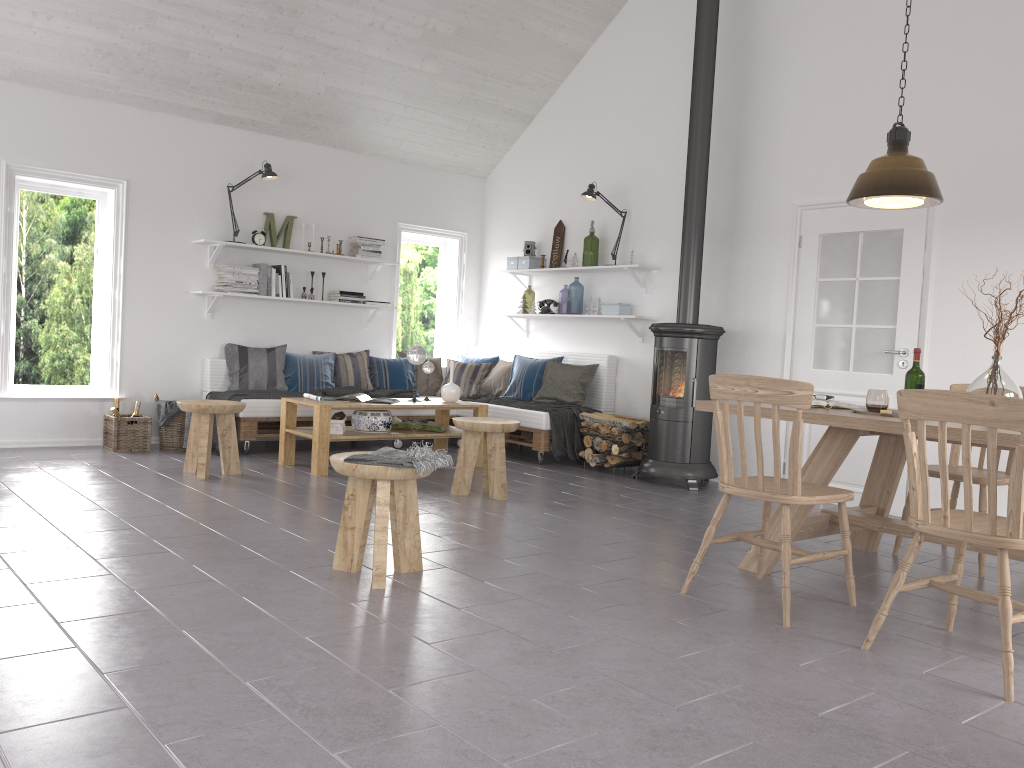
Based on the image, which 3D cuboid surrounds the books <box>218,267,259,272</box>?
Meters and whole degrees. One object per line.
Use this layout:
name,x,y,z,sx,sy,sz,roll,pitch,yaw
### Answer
books,-2.287,-0.955,7.416,0.288,0.016,0.182,1,3,-40

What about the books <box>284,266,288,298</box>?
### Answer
books,-1.988,-0.879,7.636,0.048,0.274,0.210,1,3,-40

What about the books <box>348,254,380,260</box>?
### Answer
books,-1.363,-1.156,8.135,0.239,0.032,0.172,1,3,-40

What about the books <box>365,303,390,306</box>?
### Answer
books,-1.284,-0.732,8.223,0.253,0.014,0.187,1,3,-40

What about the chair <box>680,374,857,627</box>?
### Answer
chair,1.064,0.420,3.553,0.519,0.902,0.506,1,3,-40

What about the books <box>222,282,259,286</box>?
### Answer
books,-2.276,-0.834,7.427,0.256,0.013,0.161,1,3,-40

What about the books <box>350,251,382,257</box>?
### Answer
books,-1.345,-1.187,8.134,0.239,0.032,0.172,1,3,-40

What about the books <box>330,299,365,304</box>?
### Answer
books,-1.497,-0.746,8.051,0.258,0.032,0.191,1,3,-38

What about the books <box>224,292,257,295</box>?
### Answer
books,-2.287,-0.755,7.429,0.254,0.012,0.161,1,3,-40

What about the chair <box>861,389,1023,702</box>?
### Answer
chair,1.567,0.476,2.944,0.519,0.902,0.506,1,3,-35

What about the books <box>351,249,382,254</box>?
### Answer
books,-1.340,-1.215,8.138,0.238,0.024,0.152,1,3,-40

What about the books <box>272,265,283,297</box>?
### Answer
books,-2.017,-0.879,7.606,0.038,0.274,0.200,1,3,-40

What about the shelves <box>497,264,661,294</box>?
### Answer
shelves,0.534,-0.916,7.894,0.269,0.212,1.820,1,3,-40

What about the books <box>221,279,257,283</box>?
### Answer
books,-2.284,-0.859,7.421,0.254,0.012,0.161,1,3,-40

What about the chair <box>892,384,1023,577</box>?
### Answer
chair,2.316,0.448,4.481,0.519,0.902,0.506,1,3,-35

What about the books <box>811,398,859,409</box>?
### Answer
books,1.481,0.092,4.310,0.342,0.040,0.231,3,3,-8

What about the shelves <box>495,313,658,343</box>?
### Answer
shelves,0.511,-0.507,7.912,0.269,0.212,1.820,1,3,-40

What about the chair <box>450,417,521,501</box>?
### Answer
chair,-0.175,0.468,5.629,0.431,0.479,0.431,1,4,-43

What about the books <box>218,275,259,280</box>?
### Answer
books,-2.298,-0.892,7.435,0.288,0.016,0.182,1,3,-40

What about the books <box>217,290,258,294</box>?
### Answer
books,-2.296,-0.768,7.415,0.285,0.012,0.159,1,3,-40

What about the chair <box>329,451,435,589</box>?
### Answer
chair,-0.532,0.540,3.600,0.431,0.479,0.431,2,3,-23

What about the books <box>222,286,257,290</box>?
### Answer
books,-2.288,-0.807,7.431,0.254,0.013,0.161,1,3,-40

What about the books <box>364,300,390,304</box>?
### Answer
books,-1.289,-0.759,8.226,0.251,0.012,0.202,1,3,-38

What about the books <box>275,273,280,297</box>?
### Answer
books,-2.028,-0.842,7.561,0.044,0.203,0.141,1,3,-40

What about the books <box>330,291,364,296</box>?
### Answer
books,-1.499,-0.821,8.041,0.239,0.028,0.190,1,3,-38

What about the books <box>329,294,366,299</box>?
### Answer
books,-1.495,-0.796,8.051,0.258,0.023,0.212,1,3,-40

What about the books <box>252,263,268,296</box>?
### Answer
books,-2.137,-0.880,7.506,0.050,0.271,0.200,1,3,-40

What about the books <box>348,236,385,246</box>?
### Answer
books,-1.336,-1.307,8.137,0.290,0.053,0.176,1,3,-40

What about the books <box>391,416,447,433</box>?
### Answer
books,-0.729,0.311,6.848,0.445,0.079,0.301,3,3,1

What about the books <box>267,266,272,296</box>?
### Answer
books,-2.098,-0.873,7.535,0.046,0.257,0.193,1,3,-40

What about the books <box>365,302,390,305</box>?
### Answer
books,-1.287,-0.746,8.220,0.248,0.014,0.187,1,3,-41

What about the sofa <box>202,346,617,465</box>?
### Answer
sofa,-0.842,0.126,7.516,2.855,0.932,2.017,1,3,-40

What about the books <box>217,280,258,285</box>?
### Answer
books,-2.297,-0.847,7.419,0.285,0.012,0.159,1,3,-40

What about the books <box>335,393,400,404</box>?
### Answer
books,-1.065,0.104,6.567,0.422,0.049,0.300,3,3,5

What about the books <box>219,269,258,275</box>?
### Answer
books,-2.287,-0.936,7.418,0.273,0.021,0.174,1,3,-40

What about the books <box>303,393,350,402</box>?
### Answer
books,-1.350,0.099,6.446,0.229,0.043,0.300,1,3,-36

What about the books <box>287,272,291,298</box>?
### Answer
books,-1.962,-0.850,7.643,0.047,0.219,0.171,1,3,-40

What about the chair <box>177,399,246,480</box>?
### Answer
chair,-1.974,0.358,5.804,0.431,0.479,0.431,1,4,-42

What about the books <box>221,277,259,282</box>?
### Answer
books,-2.283,-0.875,7.431,0.263,0.017,0.167,1,3,-40

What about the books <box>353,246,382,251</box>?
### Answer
books,-1.329,-1.240,8.150,0.223,0.026,0.161,1,3,-40

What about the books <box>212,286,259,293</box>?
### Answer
books,-2.310,-0.789,7.415,0.331,0.025,0.176,1,3,-40

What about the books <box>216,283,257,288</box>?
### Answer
books,-2.310,-0.821,7.431,0.288,0.016,0.182,1,3,-40

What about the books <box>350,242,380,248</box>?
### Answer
books,-1.344,-1.267,8.129,0.223,0.027,0.161,1,3,-40

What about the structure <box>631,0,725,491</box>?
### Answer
structure,1.357,-1.697,6.554,0.643,4.887,0.626,5,3,26

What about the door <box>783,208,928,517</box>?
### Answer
door,2.277,-0.171,5.987,0.101,2.013,0.902,1,3,-40

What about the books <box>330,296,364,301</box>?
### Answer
books,-1.497,-0.773,8.040,0.242,0.023,0.191,1,3,-42

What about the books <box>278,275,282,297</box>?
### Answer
books,-2.007,-0.833,7.574,0.042,0.185,0.125,1,3,-40

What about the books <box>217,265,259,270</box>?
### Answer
books,-2.284,-0.970,7.403,0.288,0.016,0.182,1,3,-40

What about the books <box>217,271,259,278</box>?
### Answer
books,-2.299,-0.914,7.431,0.296,0.028,0.180,1,3,-40

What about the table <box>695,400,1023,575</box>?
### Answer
table,1.981,0.541,3.732,1.001,0.749,2.300,1,3,-40

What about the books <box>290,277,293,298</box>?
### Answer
books,-1.941,-0.833,7.660,0.045,0.185,0.152,1,3,-40

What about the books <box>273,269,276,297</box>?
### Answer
books,-2.071,-0.861,7.567,0.031,0.236,0.200,1,3,-40

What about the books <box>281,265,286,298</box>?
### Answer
books,-2.005,-0.878,7.620,0.054,0.272,0.200,1,3,-40
